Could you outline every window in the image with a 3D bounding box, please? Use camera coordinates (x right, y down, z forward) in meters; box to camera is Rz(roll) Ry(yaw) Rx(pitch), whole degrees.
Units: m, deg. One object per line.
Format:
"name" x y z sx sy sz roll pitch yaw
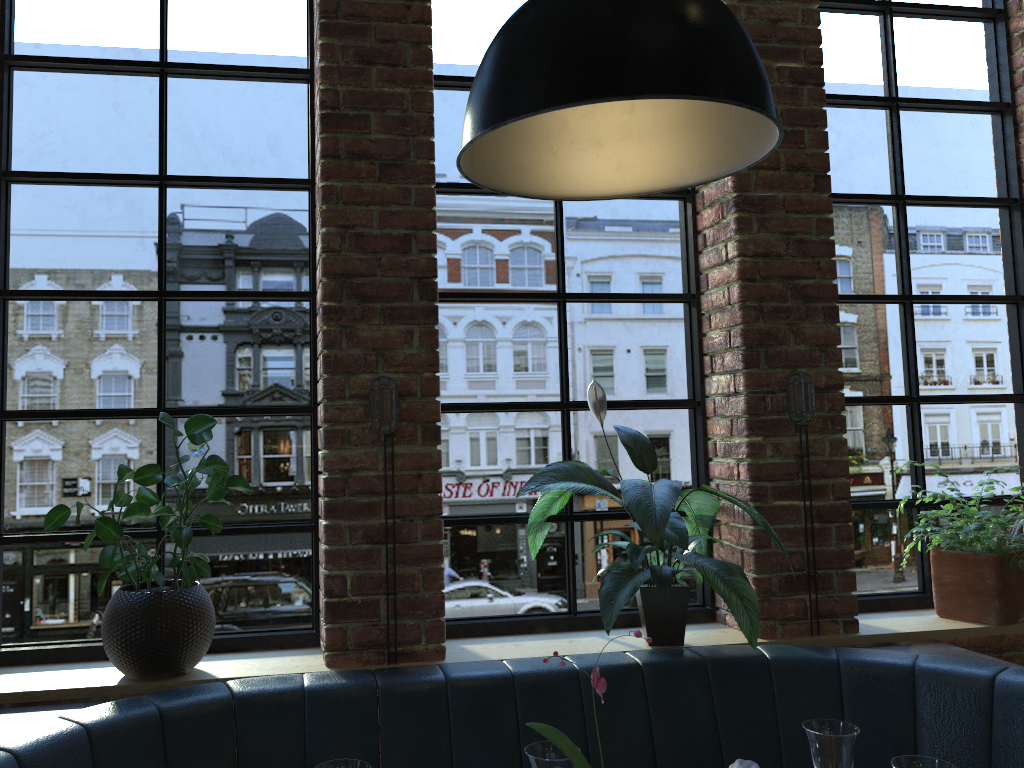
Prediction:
"window" -1.103 -0.489 1.570 3.595 2.435 8.132 -5 -5 43

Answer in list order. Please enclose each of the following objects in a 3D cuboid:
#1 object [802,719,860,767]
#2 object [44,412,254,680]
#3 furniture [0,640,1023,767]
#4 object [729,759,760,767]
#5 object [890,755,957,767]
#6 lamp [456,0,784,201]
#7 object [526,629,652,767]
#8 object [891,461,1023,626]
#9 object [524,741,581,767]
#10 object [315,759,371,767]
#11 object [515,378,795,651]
"object" 0.593 0.730 1.623 0.101 0.192 0.095 -3 -5 17
"object" -0.892 0.412 2.305 0.522 0.664 0.377 -3 -5 12
"furniture" 0.151 1.089 1.653 2.567 0.824 1.386 -1 -4 -11
"object" 0.490 0.812 1.749 0.321 0.051 0.272 -1 -4 -9
"object" 0.674 0.716 1.425 0.101 0.192 0.095 -3 -5 17
"lamp" 0.151 -1.039 1.535 0.535 1.329 0.522 -2 -5 5
"object" 0.120 0.610 1.424 0.221 0.432 0.134 -2 -5 7
"object" 1.429 0.475 2.715 0.469 0.484 0.411 -2 -4 10
"object" 0.074 0.737 1.536 0.101 0.192 0.095 -3 -5 17
"object" -0.282 0.741 1.470 0.101 0.192 0.095 -3 -5 17
"object" 0.353 0.339 2.440 0.719 0.753 0.618 -1 -5 -13
